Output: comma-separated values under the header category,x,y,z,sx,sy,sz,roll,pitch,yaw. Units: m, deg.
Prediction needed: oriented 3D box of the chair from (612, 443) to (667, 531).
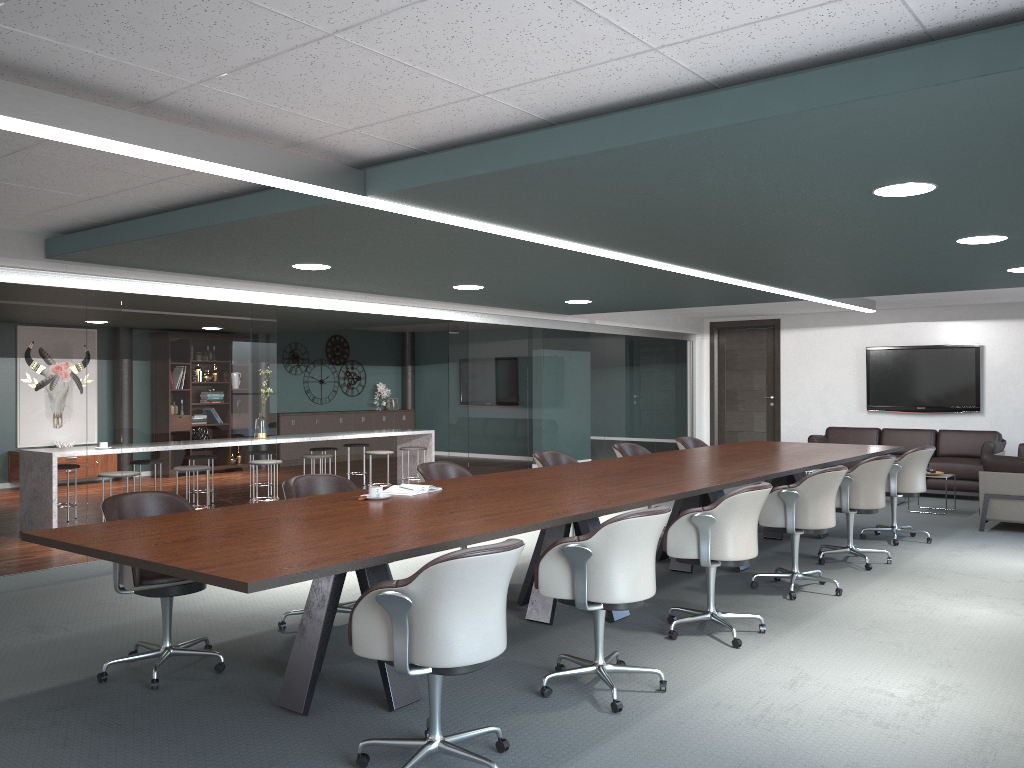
category,x,y,z,sx,sy,sz,roll,pitch,yaw
chair,1.077,0.870,7.226,0.523,0.761,0.533,0,0,19

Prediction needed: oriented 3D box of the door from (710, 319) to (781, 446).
category,x,y,z,sx,sy,sz,roll,pitch,yaw
door,3.282,0.178,12.425,1.038,2.130,0.139,0,0,38

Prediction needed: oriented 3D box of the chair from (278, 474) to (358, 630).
category,x,y,z,sx,sy,sz,roll,pitch,yaw
chair,-0.952,0.870,4.640,0.535,0.761,0.518,0,0,-31

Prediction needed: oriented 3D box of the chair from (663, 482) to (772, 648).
category,x,y,z,sx,sy,sz,roll,pitch,yaw
chair,1.032,0.865,4.440,0.523,0.761,0.533,0,0,14

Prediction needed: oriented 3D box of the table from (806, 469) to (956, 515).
category,x,y,z,sx,sy,sz,roll,pitch,yaw
table,3.724,1.069,9.101,1.477,0.359,0.926,0,0,38

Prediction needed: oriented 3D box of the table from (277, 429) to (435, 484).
category,x,y,z,sx,sy,sz,roll,pitch,yaw
table,-2.598,0.916,9.262,0.609,0.699,4.577,0,0,38

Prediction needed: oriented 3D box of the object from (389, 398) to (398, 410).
category,x,y,z,sx,sy,sz,roll,pitch,yaw
object,-2.095,0.353,15.679,0.174,0.207,0.042,0,0,-33

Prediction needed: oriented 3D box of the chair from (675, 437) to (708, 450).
category,x,y,z,sx,sy,sz,roll,pitch,yaw
chair,1.755,0.870,8.109,0.518,0.761,0.535,0,0,44

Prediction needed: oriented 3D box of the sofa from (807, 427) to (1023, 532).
category,x,y,z,sx,sy,sz,roll,pitch,yaw
sofa,4.685,0.884,9.161,1.976,0.728,4.057,0,0,-9

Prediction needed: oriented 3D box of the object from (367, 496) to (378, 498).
category,x,y,z,sx,sy,sz,roll,pitch,yaw
object,-0.688,0.534,4.172,0.155,0.012,0.034,0,0,15

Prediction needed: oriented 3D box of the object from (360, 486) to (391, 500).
category,x,y,z,sx,sy,sz,roll,pitch,yaw
object,-0.647,0.516,4.210,0.146,0.056,0.146,0,0,-28

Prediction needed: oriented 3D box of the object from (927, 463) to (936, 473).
category,x,y,z,sx,sy,sz,roll,pitch,yaw
object,4.104,0.832,8.679,0.082,0.107,0.082,0,0,24

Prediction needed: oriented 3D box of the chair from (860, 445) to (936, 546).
category,x,y,z,sx,sy,sz,roll,pitch,yaw
chair,3.085,0.865,7.055,0.518,0.761,0.535,0,0,44

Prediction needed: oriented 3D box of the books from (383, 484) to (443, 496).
category,x,y,z,sx,sy,sz,roll,pitch,yaw
books,-0.503,0.527,4.472,0.180,0.032,0.285,0,0,28

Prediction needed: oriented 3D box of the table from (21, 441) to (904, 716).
category,x,y,z,sx,sy,sz,roll,pitch,yaw
table,0.801,0.896,5.470,1.374,0.706,6.694,0,0,38

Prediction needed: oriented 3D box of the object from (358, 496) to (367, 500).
category,x,y,z,sx,sy,sz,roll,pitch,yaw
object,-0.699,0.532,4.145,0.044,0.021,0.041,0,0,30

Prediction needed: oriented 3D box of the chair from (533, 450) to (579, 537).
category,x,y,z,sx,sy,sz,roll,pitch,yaw
chair,0.410,0.870,6.385,0.518,0.761,0.535,0,0,44

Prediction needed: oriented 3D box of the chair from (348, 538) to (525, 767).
category,x,y,z,sx,sy,sz,roll,pitch,yaw
chair,-0.215,0.865,2.827,0.518,0.761,0.535,0,0,44

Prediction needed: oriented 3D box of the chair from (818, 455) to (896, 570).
category,x,y,z,sx,sy,sz,roll,pitch,yaw
chair,2.397,0.865,6.185,0.523,0.761,0.533,0,0,23

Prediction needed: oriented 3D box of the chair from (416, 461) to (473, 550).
category,x,y,z,sx,sy,sz,roll,pitch,yaw
chair,-0.329,0.870,5.439,0.518,0.761,0.535,0,0,44

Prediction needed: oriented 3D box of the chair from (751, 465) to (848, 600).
category,x,y,z,sx,sy,sz,roll,pitch,yaw
chair,1.747,0.865,5.340,0.518,0.761,0.535,0,0,44

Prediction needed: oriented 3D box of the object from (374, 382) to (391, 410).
category,x,y,z,sx,sy,sz,roll,pitch,yaw
object,-2.266,0.212,15.584,0.221,0.495,0.600,0,0,12

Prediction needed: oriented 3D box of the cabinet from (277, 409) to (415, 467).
category,x,y,z,sx,sy,sz,roll,pitch,yaw
cabinet,-5.684,0.868,11.229,0.402,0.820,12.287,0,0,38

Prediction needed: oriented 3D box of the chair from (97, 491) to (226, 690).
category,x,y,z,sx,sy,sz,roll,pitch,yaw
chair,-1.535,0.870,3.893,0.518,0.761,0.535,0,0,44

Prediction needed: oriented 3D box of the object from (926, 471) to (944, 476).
category,x,y,z,sx,sy,sz,roll,pitch,yaw
object,4.074,0.875,8.680,0.281,0.028,0.281,0,0,-40

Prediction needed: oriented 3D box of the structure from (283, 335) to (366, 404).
category,x,y,z,sx,sy,sz,roll,pitch,yaw
structure,-3.103,-0.249,14.854,0.017,1.178,1.791,0,0,38

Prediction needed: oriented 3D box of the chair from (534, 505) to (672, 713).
category,x,y,z,sx,sy,sz,roll,pitch,yaw
chair,0.392,0.865,3.618,0.523,0.761,0.533,0,0,19

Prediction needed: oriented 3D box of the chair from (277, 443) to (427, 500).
category,x,y,z,sx,sy,sz,roll,pitch,yaw
chair,-2.626,1.011,9.322,1.479,0.512,4.029,0,0,38
